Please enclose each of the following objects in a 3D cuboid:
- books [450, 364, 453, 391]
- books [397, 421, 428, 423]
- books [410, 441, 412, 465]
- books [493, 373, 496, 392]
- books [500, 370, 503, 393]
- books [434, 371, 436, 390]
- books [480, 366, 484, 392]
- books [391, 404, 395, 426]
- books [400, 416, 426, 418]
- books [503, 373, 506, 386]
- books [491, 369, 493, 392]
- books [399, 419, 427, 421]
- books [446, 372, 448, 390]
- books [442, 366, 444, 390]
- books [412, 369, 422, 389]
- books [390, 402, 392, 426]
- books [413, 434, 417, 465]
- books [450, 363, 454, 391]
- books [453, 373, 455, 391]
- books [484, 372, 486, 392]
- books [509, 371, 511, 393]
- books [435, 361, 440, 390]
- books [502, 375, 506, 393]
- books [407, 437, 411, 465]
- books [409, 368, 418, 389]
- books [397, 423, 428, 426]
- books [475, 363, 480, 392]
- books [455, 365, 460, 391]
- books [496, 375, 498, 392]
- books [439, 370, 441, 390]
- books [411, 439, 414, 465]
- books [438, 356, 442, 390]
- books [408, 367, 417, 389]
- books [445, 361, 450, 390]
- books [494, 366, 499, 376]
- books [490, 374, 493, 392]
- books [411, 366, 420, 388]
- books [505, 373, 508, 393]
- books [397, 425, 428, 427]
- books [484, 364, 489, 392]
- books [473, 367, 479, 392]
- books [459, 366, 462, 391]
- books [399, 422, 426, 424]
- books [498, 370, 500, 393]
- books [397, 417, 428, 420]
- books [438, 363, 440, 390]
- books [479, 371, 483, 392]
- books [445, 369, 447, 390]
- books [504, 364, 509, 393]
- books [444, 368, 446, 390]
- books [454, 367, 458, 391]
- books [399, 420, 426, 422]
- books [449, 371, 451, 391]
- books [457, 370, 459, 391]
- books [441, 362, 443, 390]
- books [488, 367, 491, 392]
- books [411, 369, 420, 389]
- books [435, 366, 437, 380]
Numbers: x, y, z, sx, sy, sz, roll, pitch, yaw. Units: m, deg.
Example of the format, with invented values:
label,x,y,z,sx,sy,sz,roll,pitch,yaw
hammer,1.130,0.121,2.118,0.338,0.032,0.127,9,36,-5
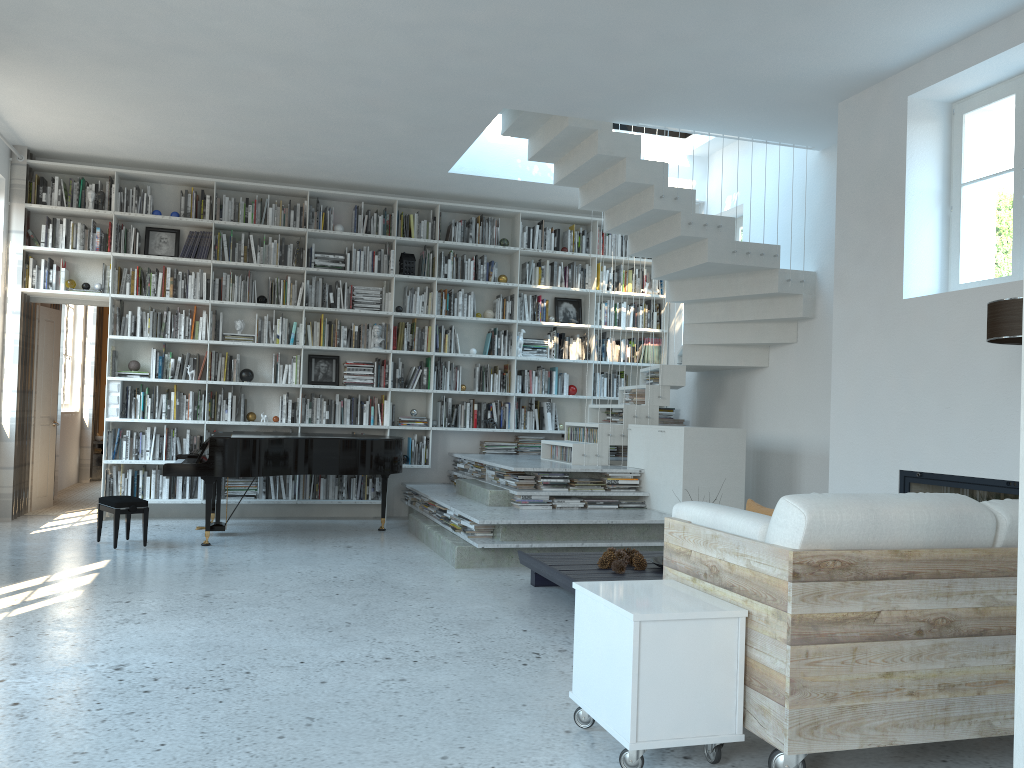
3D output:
label,x,y,z,sx,sy,sz,roll,pitch,yaw
books,-0.628,-0.063,8.937,0.012,0.267,0.183,2,-1,-17
books,-0.985,0.377,8.775,0.285,0.012,0.159,2,-2,-14
books,-1.007,0.676,8.736,0.012,0.229,0.129,2,-1,-17
books,-0.195,-0.009,9.067,0.015,0.195,0.175,2,-2,-17
books,-0.125,-0.024,9.100,0.021,0.231,0.155,2,-1,-17
books,-0.788,-0.030,8.900,0.015,0.188,0.168,2,-2,-17
books,-0.320,-0.047,9.041,0.015,0.262,0.149,2,-1,-17
books,-1.187,0.308,8.784,0.030,0.210,0.136,2,-1,-17
books,-0.982,0.329,8.771,0.254,0.012,0.161,2,-2,-8
books,-0.093,-0.009,9.111,0.016,0.205,0.141,2,-1,-17
books,-0.222,-0.034,9.080,0.030,0.244,0.135,2,-1,-17
books,-0.983,0.353,8.769,0.254,0.012,0.161,2,-2,-17
books,-0.672,-0.025,8.920,0.013,0.186,0.184,2,-2,-17
books,-0.707,-0.057,8.913,0.013,0.248,0.165,2,-1,-17
books,-0.959,-0.043,8.845,0.091,0.205,0.169,2,-2,-17
books,-1.214,0.298,8.773,0.027,0.229,0.141,2,-1,-17
books,-0.971,0.642,8.749,0.032,0.300,0.149,2,-1,-17
books,-0.613,-0.071,8.959,0.006,0.285,0.159,2,-1,-17
books,-0.605,-0.017,8.959,0.013,0.179,0.140,2,-2,-17
books,-0.296,-0.019,9.067,0.031,0.208,0.122,2,-1,-17
books,-0.039,-0.016,9.133,0.009,0.223,0.146,2,-1,-17
books,-0.758,-0.082,8.904,0.018,0.295,0.177,2,-1,-17
books,-0.100,0.002,9.079,0.016,0.180,0.189,2,-2,-17
books,-1.013,0.658,8.726,0.005,0.264,0.162,2,-1,-17
books,-0.991,-0.048,8.839,0.090,0.212,0.143,2,-2,-17
books,-0.987,0.402,8.779,0.285,0.012,0.159,2,-2,-12
books,-0.353,-0.062,9.045,0.016,0.289,0.131,2,-1,-17
books,-0.554,-0.057,8.968,0.014,0.261,0.142,2,-1,-17
books,-0.178,-0.002,9.067,0.019,0.183,0.190,2,-2,-17
books,-0.741,-0.036,8.915,0.013,0.204,0.154,2,-2,-17
books,-0.989,0.668,8.724,0.014,0.246,0.176,2,-2,-17
books,-0.732,-0.104,8.928,0.007,0.342,0.149,2,-1,-17
books,-1.003,-0.055,8.841,0.095,0.226,0.144,2,-1,-17
books,-0.657,-0.079,8.924,0.014,0.297,0.175,2,-1,-17
books,-0.166,-0.047,9.075,0.006,0.274,0.173,2,-1,-17
books,-0.232,-0.004,9.045,0.018,0.182,0.182,2,-2,-17
books,-0.975,-0.062,8.842,0.094,0.238,0.149,2,-1,-17
books,-0.076,-0.008,9.106,0.013,0.204,0.158,2,-2,-17
books,-0.986,0.414,8.774,0.285,0.012,0.159,2,-2,-14
books,-0.267,-0.056,9.063,0.007,0.285,0.159,2,-1,-17
books,-0.366,-0.044,9.028,0.019,0.251,0.130,2,-1,-17
books,-0.541,-0.051,8.972,0.013,0.251,0.172,2,-1,-17
books,-0.986,0.390,8.776,0.254,0.012,0.161,2,-2,-11
books,-0.155,-0.024,9.077,0.018,0.229,0.182,2,-2,-17
books,-0.984,0.341,8.778,0.285,0.012,0.159,2,-2,-13
books,-0.747,-0.075,8.906,0.006,0.281,0.155,2,-1,-17
books,-0.331,-0.025,9.022,0.016,0.215,0.177,2,-2,-17
books,-0.685,-0.041,8.921,0.013,0.218,0.160,2,-2,-17
books,-0.063,-0.054,9.102,0.007,0.295,0.162,2,-1,-17
books,-0.692,-0.046,8.906,0.011,0.226,0.188,2,-2,-17
books,-0.581,-0.046,8.958,0.015,0.238,0.176,2,-2,-17
books,-0.985,0.365,8.779,0.254,0.012,0.161,2,-2,-12
books,-0.644,-0.031,8.944,0.013,0.203,0.167,2,-2,-17
books,-0.567,-0.030,8.959,0.014,0.207,0.180,2,-2,-17
books,-0.714,-0.075,8.908,0.005,0.283,0.159,2,-1,-17
books,-0.248,-0.039,9.041,0.018,0.251,0.184,2,-2,-17
books,-0.975,-0.049,8.852,0.090,0.215,0.139,2,-1,-17
books,-0.777,-0.055,8.913,0.011,0.239,0.136,2,-1,-17
